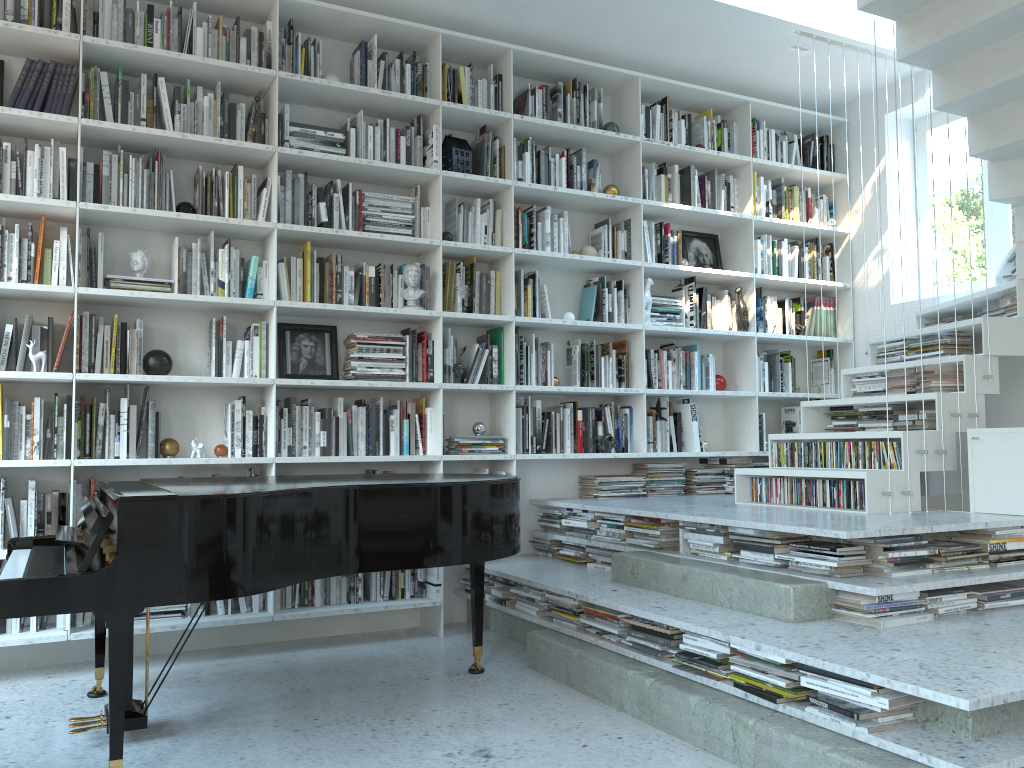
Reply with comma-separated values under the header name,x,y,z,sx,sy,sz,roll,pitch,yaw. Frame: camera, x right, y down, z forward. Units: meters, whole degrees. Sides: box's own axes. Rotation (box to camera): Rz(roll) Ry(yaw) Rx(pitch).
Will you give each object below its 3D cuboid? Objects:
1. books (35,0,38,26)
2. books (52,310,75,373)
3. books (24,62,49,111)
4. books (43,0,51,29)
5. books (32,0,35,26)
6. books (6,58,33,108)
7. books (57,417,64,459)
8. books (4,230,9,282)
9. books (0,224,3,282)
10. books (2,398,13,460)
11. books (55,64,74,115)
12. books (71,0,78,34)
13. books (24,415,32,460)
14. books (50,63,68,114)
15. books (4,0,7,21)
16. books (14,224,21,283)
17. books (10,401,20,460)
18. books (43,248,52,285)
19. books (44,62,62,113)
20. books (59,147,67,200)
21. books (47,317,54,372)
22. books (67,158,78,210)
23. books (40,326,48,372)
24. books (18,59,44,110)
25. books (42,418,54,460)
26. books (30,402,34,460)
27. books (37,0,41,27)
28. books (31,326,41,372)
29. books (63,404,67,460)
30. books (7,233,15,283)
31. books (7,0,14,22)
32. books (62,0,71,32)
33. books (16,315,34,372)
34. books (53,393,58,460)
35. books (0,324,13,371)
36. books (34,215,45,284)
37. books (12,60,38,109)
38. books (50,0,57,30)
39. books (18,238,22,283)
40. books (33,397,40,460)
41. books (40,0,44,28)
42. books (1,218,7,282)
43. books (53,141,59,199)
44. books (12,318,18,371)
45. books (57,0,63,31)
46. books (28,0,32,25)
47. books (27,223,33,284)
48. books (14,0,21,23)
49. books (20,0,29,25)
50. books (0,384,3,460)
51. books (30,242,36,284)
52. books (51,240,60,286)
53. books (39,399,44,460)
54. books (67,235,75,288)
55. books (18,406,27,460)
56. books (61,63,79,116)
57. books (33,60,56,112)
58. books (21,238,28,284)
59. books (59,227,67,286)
name,x,y,z,sx,sy,sz,roll,pitch,yaw
books,-2.116,-1.635,3.948,0.010,0.263,0.156,1,-4,-27
books,-1.970,-0.174,3.895,0.082,0.276,0.228,1,-4,-27
books,-2.119,-1.273,3.946,0.110,0.279,0.174,1,-4,-27
books,-2.081,-1.597,3.970,0.027,0.190,0.177,1,-4,-27
books,-2.131,-1.644,3.954,0.013,0.283,0.166,1,-4,-27
books,-2.176,-1.275,3.908,0.110,0.279,0.174,1,-4,-27
books,-1.996,0.240,3.918,0.023,0.186,0.130,1,-4,-27
books,-2.198,-0.530,3.857,0.011,0.251,0.139,1,-4,-27
books,-2.212,-0.542,3.838,0.012,0.272,0.145,1,-4,-27
books,-2.161,0.196,3.800,0.028,0.260,0.181,1,-4,-27
books,-2.022,-1.275,3.996,0.078,0.285,0.174,1,-4,-27
books,-1.988,-1.624,4.035,0.039,0.252,0.146,1,-4,-27
books,-2.101,0.232,3.854,0.023,0.194,0.140,1,-4,-27
books,-2.045,-1.276,3.989,0.078,0.285,0.174,1,-4,-27
books,-2.230,-1.644,3.912,0.013,0.277,0.151,1,-4,-27
books,-2.153,-0.542,3.859,0.015,0.275,0.157,1,-4,-27
books,-2.139,0.202,3.817,0.028,0.249,0.159,1,-4,-27
books,-2.052,-0.493,3.920,0.030,0.183,0.152,1,-4,-27
books,-2.063,-1.277,3.975,0.078,0.285,0.174,1,-4,-27
books,-2.003,-0.900,3.957,0.035,0.263,0.178,1,-4,-27
books,-2.034,-0.160,3.906,0.021,0.251,0.154,1,-4,-27
books,-1.958,-0.870,3.950,0.039,0.202,0.236,1,-4,-27
books,-2.054,-0.140,3.891,0.027,0.209,0.144,1,-4,-27
books,-2.131,-1.274,3.920,0.110,0.279,0.174,1,-4,-27
books,-2.031,0.240,3.885,0.041,0.181,0.141,1,-4,-27
books,-2.084,0.206,3.859,0.010,0.246,0.160,1,-4,-27
books,-2.107,-1.640,3.954,0.011,0.274,0.183,1,-4,-27
books,-2.075,-0.140,3.869,0.030,0.207,0.172,1,-4,-27
books,-1.970,0.212,3.904,0.010,0.240,0.174,1,-4,-27
books,-2.184,-0.525,3.874,0.028,0.242,0.131,1,-4,-27
books,-2.206,-1.614,3.908,0.028,0.218,0.153,1,-4,-27
books,-2.013,-1.627,4.006,0.031,0.254,0.178,1,-4,-27
books,-2.119,-0.165,3.857,0.060,0.255,0.158,1,-4,-27
books,-1.999,0.187,3.883,0.014,0.286,0.179,1,-4,-27
books,-2.189,-0.145,3.836,0.056,0.214,0.143,1,-4,-27
books,-2.080,-0.565,3.906,0.035,0.325,0.170,1,-4,-27
books,-2.160,-1.274,3.926,0.110,0.279,0.174,1,-4,-27
books,-2.053,-1.650,3.975,0.025,0.297,0.163,1,-4,-27
books,-2.147,-0.512,3.875,0.012,0.217,0.160,1,-4,-27
books,-2.062,0.196,3.851,0.021,0.265,0.185,1,-4,-27
books,-2.109,-1.628,3.985,0.013,0.254,0.129,1,-4,-27
books,-2.210,-0.557,3.858,0.011,0.304,0.130,1,-4,-27
books,-2.030,-0.913,3.947,0.022,0.289,0.169,1,-4,-27
books,-2.158,-0.158,3.852,0.013,0.241,0.141,1,-4,-27
books,-2.043,-1.630,4.006,0.022,0.260,0.152,1,-4,-27
books,-2.150,-1.662,3.963,0.014,0.320,0.137,1,-4,-27
books,-2.121,-0.548,3.901,0.015,0.292,0.144,1,-4,-27
books,-2.181,-1.644,3.918,0.024,0.279,0.188,1,-4,-27
books,-2.157,-1.629,3.928,0.028,0.249,0.155,1,-4,-27
books,-2.187,0.165,3.798,0.021,0.322,0.172,1,-4,-27
books,-2.101,-0.505,3.891,0.013,0.203,0.161,1,-4,-27
books,-2.026,-0.512,3.935,0.031,0.223,0.145,1,-4,-27
books,-2.056,0.200,3.875,0.013,0.260,0.142,1,-4,-27
books,-1.974,-0.527,3.969,0.036,0.257,0.123,1,-4,-27
books,-2.122,0.214,3.841,0.025,0.229,0.153,1,-4,-27
books,-1.996,-1.276,3.994,0.078,0.285,0.174,1,-4,-27
books,-2.083,-1.276,3.942,0.097,0.282,0.174,1,-4,-27
books,-2.134,-0.513,3.887,0.021,0.220,0.148,1,-4,-27
books,-2.002,-0.542,3.954,0.027,0.285,0.148,1,-4,-27
